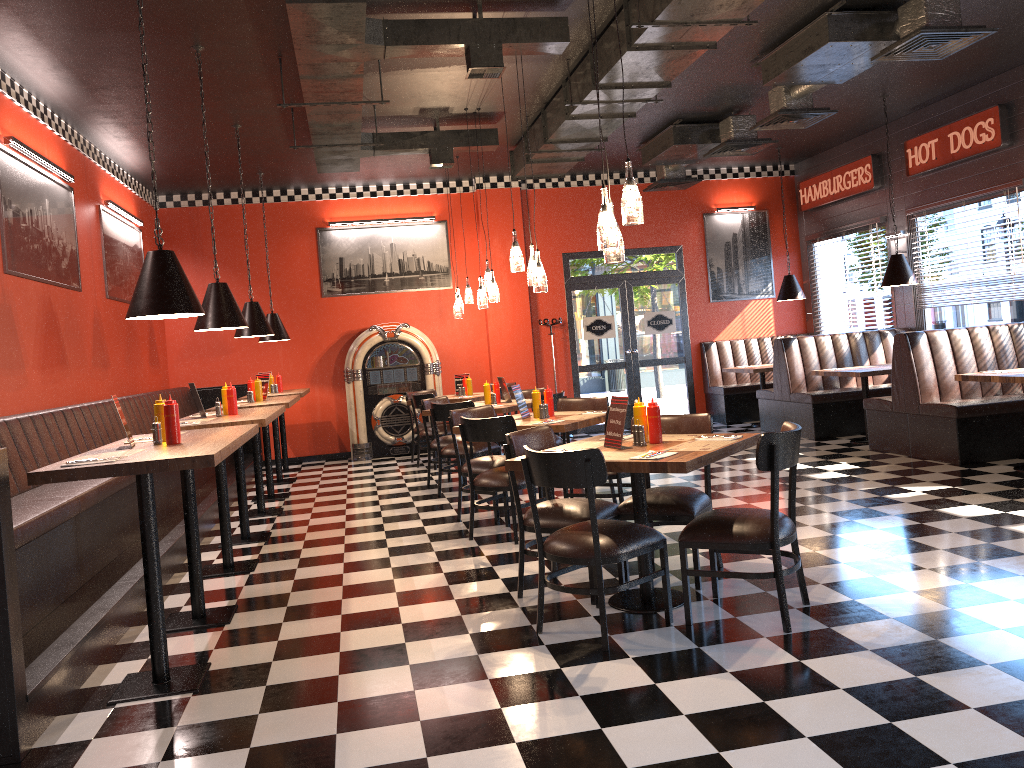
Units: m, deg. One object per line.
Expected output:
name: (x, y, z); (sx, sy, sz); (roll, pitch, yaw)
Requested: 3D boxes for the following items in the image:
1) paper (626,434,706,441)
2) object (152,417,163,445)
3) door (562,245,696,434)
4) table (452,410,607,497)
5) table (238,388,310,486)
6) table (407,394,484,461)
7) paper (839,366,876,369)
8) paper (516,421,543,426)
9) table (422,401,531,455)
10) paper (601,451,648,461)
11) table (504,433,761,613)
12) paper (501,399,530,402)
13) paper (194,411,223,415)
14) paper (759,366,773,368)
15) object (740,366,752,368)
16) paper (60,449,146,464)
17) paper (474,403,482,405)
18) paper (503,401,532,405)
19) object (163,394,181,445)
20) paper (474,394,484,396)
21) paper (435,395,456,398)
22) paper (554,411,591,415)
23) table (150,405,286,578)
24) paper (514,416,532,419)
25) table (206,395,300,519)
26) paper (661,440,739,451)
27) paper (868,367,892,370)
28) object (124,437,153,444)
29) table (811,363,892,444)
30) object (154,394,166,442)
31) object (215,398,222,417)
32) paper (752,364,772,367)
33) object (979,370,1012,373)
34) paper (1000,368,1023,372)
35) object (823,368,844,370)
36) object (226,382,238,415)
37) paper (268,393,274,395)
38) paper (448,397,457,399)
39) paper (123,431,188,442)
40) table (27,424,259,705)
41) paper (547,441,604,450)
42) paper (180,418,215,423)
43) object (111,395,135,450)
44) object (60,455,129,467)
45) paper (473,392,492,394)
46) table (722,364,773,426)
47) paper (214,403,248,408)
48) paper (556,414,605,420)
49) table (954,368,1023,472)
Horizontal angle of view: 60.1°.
paper: (0.820, 0.287, 4.733); (0.365, 0.001, 0.261); (-3, 3, 34)
object: (-1.721, 0.225, 4.294); (0.047, 0.136, 0.093); (-5, 1, -19)
door: (1.697, -0.651, 12.691); (1.801, 2.572, 0.128); (-5, 0, -10)
table: (0.261, 0.640, 6.595); (0.958, 0.774, 0.958); (-4, 2, 35)
table: (-2.771, 0.604, 10.586); (0.696, 0.999, 1.692); (-5, 2, -10)
table: (-0.560, 0.528, 10.682); (0.958, 0.774, 0.958); (-4, 2, 35)
paper: (3.795, -0.182, 9.733); (0.365, 0.001, 0.261); (-5, 3, -8)
paper: (0.052, 0.282, 6.307); (0.365, 0.001, 0.261); (-3, 3, 33)
table: (-0.175, 0.584, 8.691); (0.958, 0.774, 0.958); (-4, 2, 35)
paper: (0.457, 0.341, 4.205); (0.365, 0.001, 0.261); (-3, 3, 37)
table: (0.659, 0.701, 4.470); (0.955, 0.774, 0.962); (-4, 2, 35)
paper: (-0.013, 0.170, 8.959); (0.365, 0.001, 0.261); (-3, 3, 33)
paper: (-2.363, 0.228, 6.956); (0.261, 0.001, 0.365); (-5, 3, -8)
paper: (3.375, -0.223, 11.445); (0.365, 0.001, 0.261); (-5, 3, -13)
object: (3.162, -0.239, 12.035); (0.157, 0.019, 0.255); (-5, 3, -10)
paper: (-1.777, 0.315, 3.874); (0.261, 0.001, 0.365); (-5, 3, -8)
paper: (-0.472, 0.211, 8.890); (0.260, 0.001, 0.366); (-3, 3, 34)
paper: (0.086, 0.181, 8.523); (0.260, 0.001, 0.366); (-3, 3, 34)
object: (-1.621, 0.168, 4.222); (0.068, 0.238, 0.068); (-5, 0, -35)
paper: (-0.328, 0.129, 10.493); (0.260, 0.001, 0.366); (-3, 3, 34)
paper: (-0.858, 0.157, 10.852); (0.260, 0.001, 0.366); (-3, 3, 37)
paper: (0.413, 0.227, 6.870); (0.365, 0.001, 0.261); (-3, 3, 33)
table: (-2.018, 0.725, 6.403); (0.696, 0.999, 1.692); (-5, 2, -10)
paper: (-0.050, 0.270, 6.759); (0.260, 0.001, 0.366); (-3, 3, 36)
table: (-2.392, 0.665, 8.479); (0.696, 0.999, 1.692); (-5, 2, -10)
paper: (0.910, 0.299, 4.295); (0.260, 0.001, 0.366); (-3, 3, 35)
paper: (3.850, -0.158, 9.088); (0.365, 0.001, 0.261); (-5, 3, -9)
object: (-1.858, 0.283, 4.567); (0.255, 0.019, 0.157); (-5, 3, -13)
table: (4.258, 0.178, 9.492); (1.693, 0.774, 0.956); (-5, 2, -10)
object: (-1.742, 0.170, 4.410); (0.068, 0.238, 0.068); (-5, 0, -35)
object: (-2.108, 0.166, 6.359); (0.047, 0.136, 0.093); (-5, 1, -20)
paper: (3.364, -0.250, 12.083); (0.365, 0.001, 0.261); (-5, 3, -10)
object: (4.028, -0.105, 7.352); (0.157, 0.019, 0.255); (-5, 3, -9)
paper: (4.305, -0.123, 7.420); (0.365, 0.001, 0.261); (-5, 3, -10)
object: (3.513, -0.164, 9.661); (0.157, 0.019, 0.255); (-5, 3, -4)
object: (-2.024, 0.105, 6.399); (0.068, 0.238, 0.068); (-5, 0, 10)
paper: (-2.909, 0.129, 10.221); (0.261, 0.001, 0.365); (-5, 3, -8)
paper: (-0.764, 0.169, 10.398); (0.365, 0.001, 0.261); (-3, 3, 34)
paper: (-1.939, 0.287, 4.820); (0.261, 0.001, 0.365); (-5, 3, -8)
table: (-1.642, 0.786, 4.317); (0.696, 0.999, 1.692); (-5, 2, -10)
paper: (0.360, 0.328, 4.673); (0.260, 0.001, 0.366); (-3, 3, 35)
paper: (-2.168, 0.253, 6.008); (0.261, 0.001, 0.365); (-5, 3, -8)
object: (-1.857, 0.177, 4.234); (0.072, 0.257, 0.188); (-5, 1, -19)
object: (-1.696, 0.311, 3.621); (0.255, 0.019, 0.157); (-5, 3, -13)
paper: (-0.393, 0.114, 10.954); (0.365, 0.001, 0.261); (-3, 3, 34)
table: (3.833, 0.110, 11.853); (1.693, 0.774, 0.956); (-5, 2, -10)
paper: (-2.561, 0.193, 8.114); (0.261, 0.001, 0.365); (-5, 3, -8)
paper: (0.486, 0.241, 6.410); (0.260, 0.001, 0.366); (-3, 3, 33)
table: (4.679, 0.246, 7.156); (1.693, 0.774, 0.956); (-5, 2, -10)
